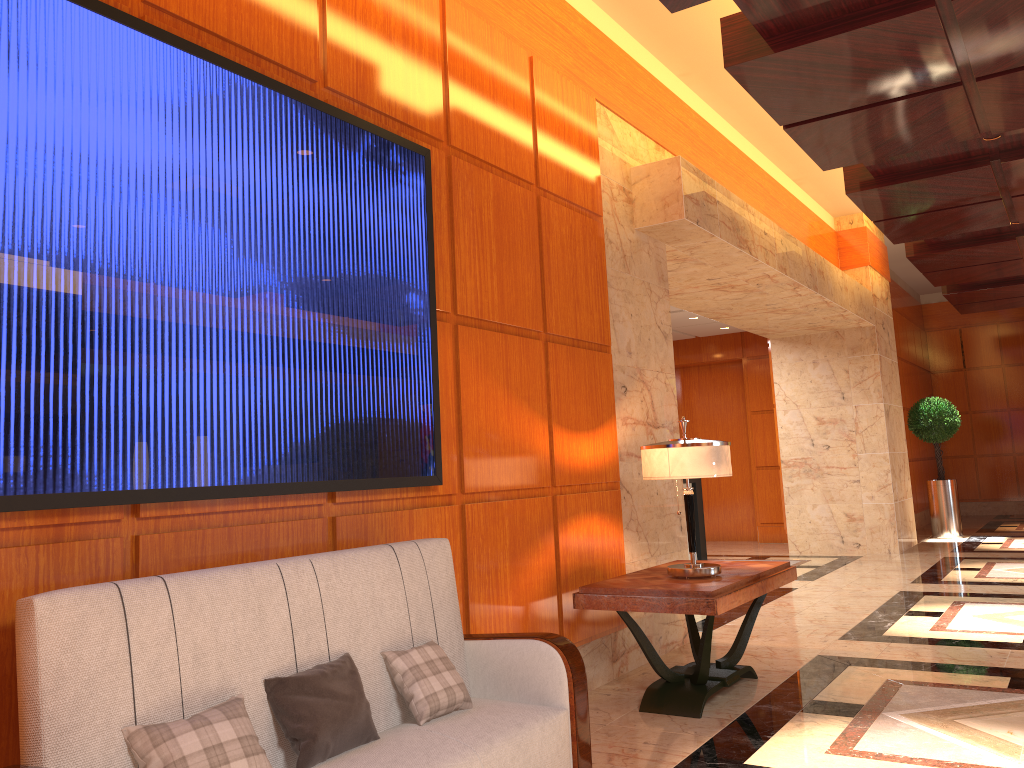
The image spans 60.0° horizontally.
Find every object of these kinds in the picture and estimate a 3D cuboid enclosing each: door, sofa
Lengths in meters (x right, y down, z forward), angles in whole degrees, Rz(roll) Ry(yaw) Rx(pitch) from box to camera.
[{"bbox_3d":[3.034,1.019,13.393,1.283,2.711,0.339,-8,-9,32],"label":"door"},{"bbox_3d":[-0.475,0.976,2.535,0.611,0.937,1.794,-7,-8,33],"label":"sofa"}]

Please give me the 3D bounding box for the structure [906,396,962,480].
[{"bbox_3d":[5.998,1.016,12.480,0.721,1.722,0.718,-4,-8,10],"label":"structure"}]

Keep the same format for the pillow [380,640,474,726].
[{"bbox_3d":[-0.273,0.980,2.913,0.202,0.231,0.272,-8,-8,35],"label":"pillow"}]

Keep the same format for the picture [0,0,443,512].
[{"bbox_3d":[-0.886,-0.358,2.956,0.056,1.460,1.991,-8,-8,32],"label":"picture"}]

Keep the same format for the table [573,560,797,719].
[{"bbox_3d":[0.952,1.288,4.574,0.724,0.610,1.267,-7,-7,33],"label":"table"}]

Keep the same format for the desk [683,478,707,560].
[{"bbox_3d":[1.074,1.495,9.464,0.939,1.147,2.918,-7,-8,32],"label":"desk"}]

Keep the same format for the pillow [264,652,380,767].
[{"bbox_3d":[-0.545,0.944,2.560,0.160,0.254,0.356,-7,-8,29],"label":"pillow"}]

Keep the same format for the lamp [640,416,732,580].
[{"bbox_3d":[0.903,0.570,4.523,0.457,0.814,0.458,-9,-10,41],"label":"lamp"}]

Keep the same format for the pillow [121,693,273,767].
[{"bbox_3d":[-0.756,0.924,2.181,0.194,0.228,0.343,-8,-8,37],"label":"pillow"}]
